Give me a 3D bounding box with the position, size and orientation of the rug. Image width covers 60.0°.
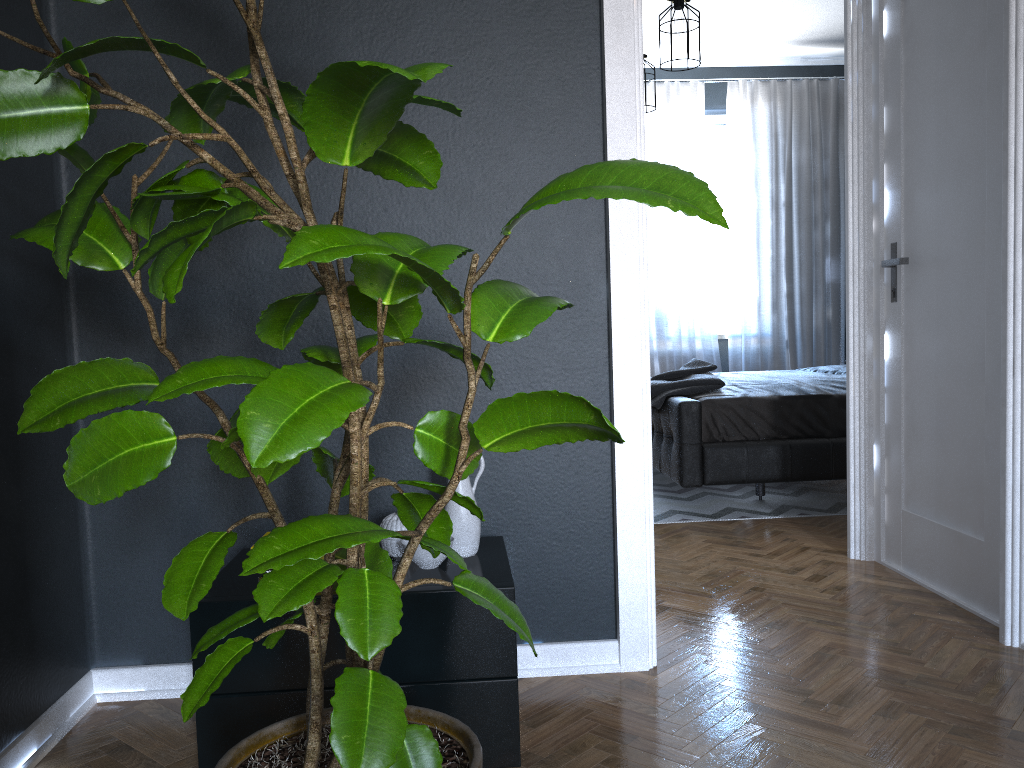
[{"bbox_3d":[1.291,0.565,5.151,1.458,0.013,2.043,-2,3,-4],"label":"rug"}]

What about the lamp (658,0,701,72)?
[{"bbox_3d":[0.844,-2.006,4.493,0.210,0.770,0.210,-1,4,10],"label":"lamp"}]

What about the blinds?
[{"bbox_3d":[0.717,-0.922,6.918,3.992,2.792,0.312,-2,4,-4],"label":"blinds"}]

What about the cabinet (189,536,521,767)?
[{"bbox_3d":[-0.326,0.605,2.020,0.650,0.390,0.456,-2,4,-4],"label":"cabinet"}]

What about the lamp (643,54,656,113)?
[{"bbox_3d":[0.777,-2.072,5.474,0.210,0.748,0.210,-1,4,10],"label":"lamp"}]

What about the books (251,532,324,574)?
[{"bbox_3d":[-0.478,0.381,2.027,0.214,0.066,0.162,-2,3,-8],"label":"books"}]

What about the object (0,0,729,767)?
[{"bbox_3d":[-0.368,-0.099,1.243,1.118,1.901,0.763,-3,4,-10],"label":"object"}]

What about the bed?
[{"bbox_3d":[1.781,-0.035,5.173,2.375,1.163,2.263,-2,3,-4],"label":"bed"}]

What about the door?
[{"bbox_3d":[1.397,-0.405,2.846,0.162,2.189,0.856,-2,4,-4],"label":"door"}]

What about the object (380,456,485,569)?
[{"bbox_3d":[-0.210,0.270,2.036,0.228,0.268,0.228,0,4,30],"label":"object"}]
